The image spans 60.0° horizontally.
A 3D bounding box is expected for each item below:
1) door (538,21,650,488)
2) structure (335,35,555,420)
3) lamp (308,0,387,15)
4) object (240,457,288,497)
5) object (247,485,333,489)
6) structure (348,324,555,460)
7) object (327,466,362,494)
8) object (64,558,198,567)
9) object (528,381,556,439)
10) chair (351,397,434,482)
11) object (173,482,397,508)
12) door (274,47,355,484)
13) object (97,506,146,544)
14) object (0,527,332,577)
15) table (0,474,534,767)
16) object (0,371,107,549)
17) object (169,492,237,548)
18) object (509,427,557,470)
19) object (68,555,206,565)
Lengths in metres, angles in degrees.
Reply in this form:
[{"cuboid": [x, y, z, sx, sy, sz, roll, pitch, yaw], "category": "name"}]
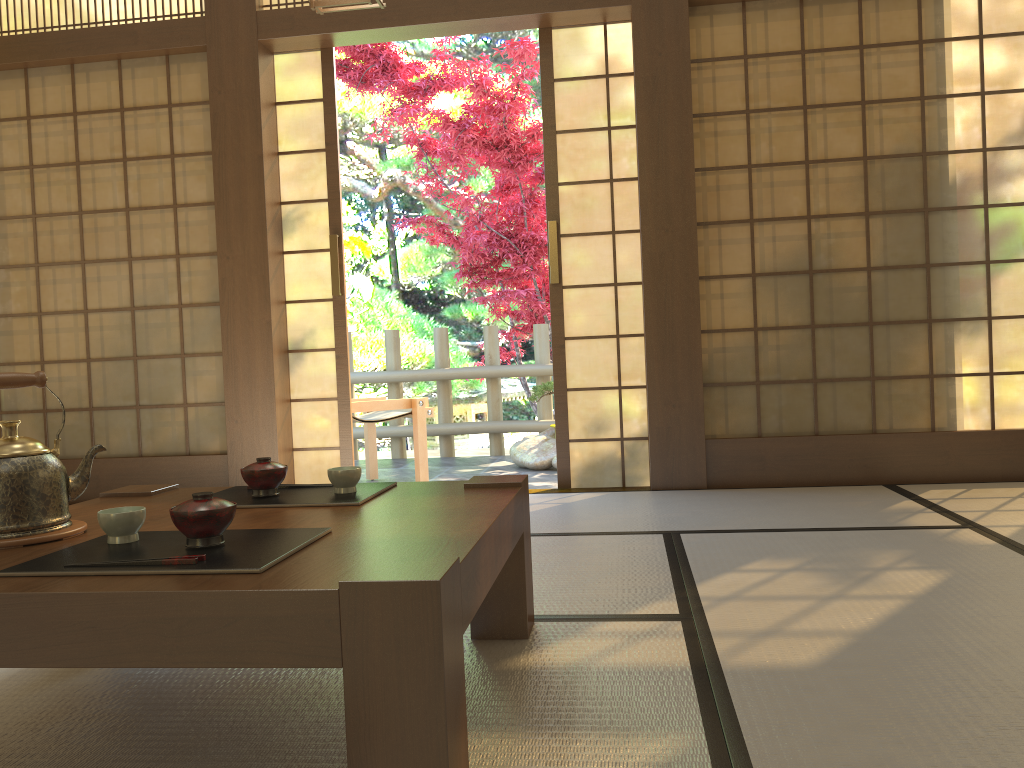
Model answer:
[{"cuboid": [1.113, -0.630, 4.183, 1.894, 2.380, 0.073, -2, 1, 7], "category": "door"}, {"cuboid": [-0.051, -1.322, 7.777, 3.412, 4.004, 3.045, -1, 2, 40], "category": "structure"}, {"cuboid": [-0.571, -1.774, 2.831, 0.240, 1.129, 0.240, -2, 1, 7], "category": "lamp"}, {"cuboid": [-0.539, 0.201, 1.931, 0.100, 0.080, 0.100, -2, 1, 7], "category": "object"}, {"cuboid": [-0.514, 0.236, 2.054, 0.200, 0.008, 0.008, -2, 1, 3], "category": "object"}, {"cuboid": [0.691, 0.060, 6.885, 7.456, 1.136, 0.245, -2, 1, 7], "category": "structure"}, {"cuboid": [-0.365, 0.210, 1.940, 0.073, 0.052, 0.074, -4, 2, -39], "category": "object"}, {"cuboid": [-0.548, 0.256, 1.272, 0.200, 0.008, 0.008, -2, 1, 5], "category": "object"}, {"cuboid": [0.647, -0.134, 6.246, 1.032, 1.362, 0.586, -2, 2, 33], "category": "object"}, {"cuboid": [-0.944, 0.331, 5.355, 0.704, 0.598, 0.698, -3, 2, -36], "category": "chair"}, {"cuboid": [-0.486, 0.245, 1.954, 0.400, 0.007, 0.300, -2, 1, 7], "category": "object"}, {"cuboid": [-1.783, -0.513, 4.555, 1.894, 2.380, 0.073, -2, 1, 7], "category": "door"}, {"cuboid": [-0.643, 0.234, 1.465, 0.073, 0.052, 0.074, -4, 2, -39], "category": "object"}, {"cuboid": [-0.523, 0.260, 1.387, 0.400, 0.007, 0.300, -2, 1, 7], "category": "object"}, {"cuboid": [-0.513, 0.422, 1.656, 1.000, 0.350, 1.000, -2, 1, 7], "category": "table"}, {"cuboid": [-0.884, 0.126, 1.579, 0.219, 0.296, 0.226, -2, 1, 2], "category": "object"}, {"cuboid": [-0.484, 0.211, 1.393, 0.100, 0.080, 0.100, -2, 1, 7], "category": "object"}, {"cuboid": [0.614, 0.420, 6.254, 1.260, 0.276, 1.147, -2, 1, 3], "category": "object"}, {"cuboid": [-0.544, 0.256, 1.285, 0.200, 0.008, 0.008, -2, 1, 1], "category": "object"}]
